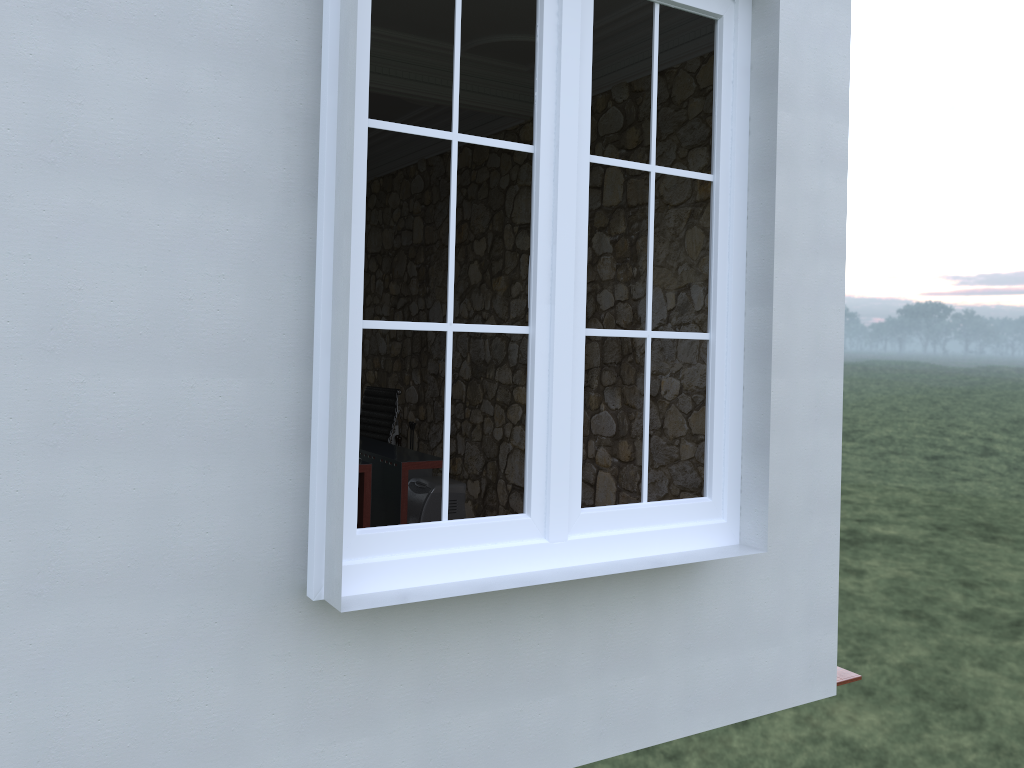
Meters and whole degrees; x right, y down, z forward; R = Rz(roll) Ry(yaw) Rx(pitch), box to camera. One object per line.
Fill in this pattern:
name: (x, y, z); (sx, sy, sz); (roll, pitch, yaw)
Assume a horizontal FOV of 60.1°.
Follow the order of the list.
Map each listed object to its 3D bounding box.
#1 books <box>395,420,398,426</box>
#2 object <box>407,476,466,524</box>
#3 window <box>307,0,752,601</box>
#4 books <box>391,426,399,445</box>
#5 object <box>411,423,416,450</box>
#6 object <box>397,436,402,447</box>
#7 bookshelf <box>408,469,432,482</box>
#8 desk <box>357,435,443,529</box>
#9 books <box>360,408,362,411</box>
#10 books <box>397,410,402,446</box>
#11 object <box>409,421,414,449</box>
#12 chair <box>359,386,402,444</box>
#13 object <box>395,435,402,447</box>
books: (-0.988, 0.419, 6.865); (0.221, 0.283, 0.061); (1, 0, -31)
object: (-0.579, 0.863, 6.284); (0.362, 0.387, 0.400); (1, 1, -31)
window: (0.131, -0.436, 2.750); (1.526, 1.985, 0.127); (1, 0, -31)
books: (-0.971, 0.443, 6.834); (0.197, 0.240, 0.058); (1, 0, -31)
object: (-0.738, 0.435, 6.592); (0.095, 0.289, 0.095); (2, 0, -36)
object: (-0.852, 0.484, 6.703); (0.048, 0.176, 0.088); (2, 0, -20)
bookshelf: (-1.098, 0.779, 7.053); (0.436, 0.460, 1.196); (1, 2, -31)
desk: (-1.553, 0.702, 5.443); (1.299, 0.728, 2.510); (0, 3, -31)
books: (-1.128, 0.370, 7.116); (0.259, 0.351, 0.065); (1, 0, -31)
books: (-0.990, 0.382, 6.902); (0.271, 0.354, 0.063); (1, 0, -31)
object: (-0.765, 0.430, 6.698); (0.095, 0.289, 0.095); (1, 0, 18)
chair: (-1.129, 0.540, 6.105); (0.698, 1.023, 0.666); (1, 1, -36)
object: (-0.883, 0.478, 6.804); (0.088, 0.176, 0.048); (2, 0, 33)
